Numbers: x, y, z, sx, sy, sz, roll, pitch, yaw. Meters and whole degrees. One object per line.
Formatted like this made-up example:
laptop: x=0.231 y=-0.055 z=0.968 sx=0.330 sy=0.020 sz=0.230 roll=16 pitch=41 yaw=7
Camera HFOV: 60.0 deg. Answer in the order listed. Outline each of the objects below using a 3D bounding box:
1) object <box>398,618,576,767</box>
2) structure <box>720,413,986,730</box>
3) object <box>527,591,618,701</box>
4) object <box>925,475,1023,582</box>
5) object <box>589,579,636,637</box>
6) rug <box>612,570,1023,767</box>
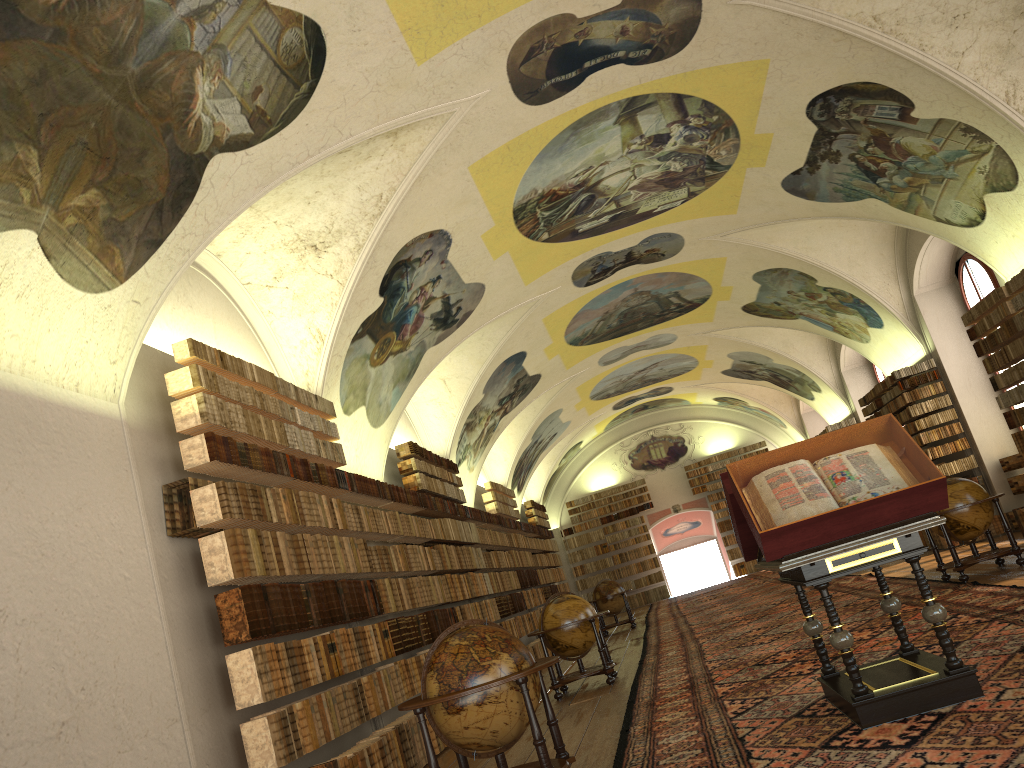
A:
object: x=-0.178 y=2.510 z=6.719 sx=1.277 sy=1.443 sz=1.286 roll=-9 pitch=-15 yaw=-31
structure: x=2.510 y=1.394 z=6.641 sx=1.246 sy=1.973 sz=1.898 roll=-18 pitch=-13 yaw=6
object: x=0.912 y=3.818 z=13.228 sx=1.278 sy=1.443 sz=1.285 roll=-4 pitch=-19 yaw=-45
object: x=6.435 y=1.994 z=12.631 sx=1.277 sy=1.443 sz=1.286 roll=-9 pitch=-15 yaw=-31
object: x=2.686 y=5.956 z=23.855 sx=1.278 sy=1.443 sz=1.285 roll=-6 pitch=-17 yaw=-40
rug: x=4.542 y=4.169 z=16.115 sx=4.707 sy=0.064 sz=37.036 roll=-18 pitch=-14 yaw=5
